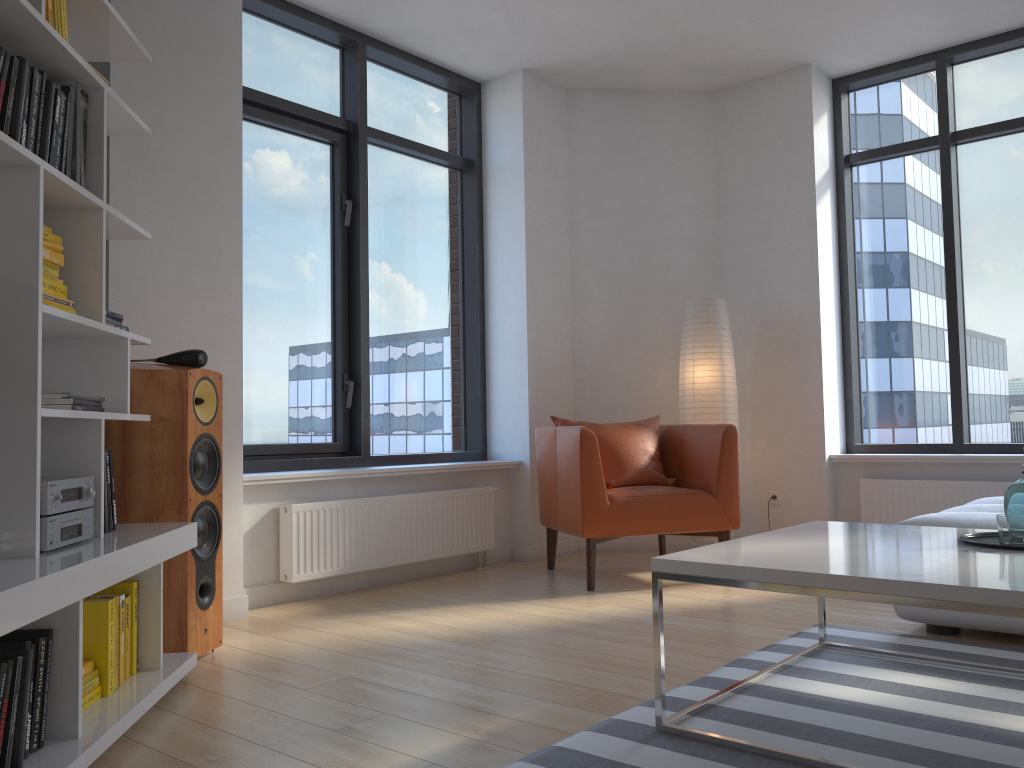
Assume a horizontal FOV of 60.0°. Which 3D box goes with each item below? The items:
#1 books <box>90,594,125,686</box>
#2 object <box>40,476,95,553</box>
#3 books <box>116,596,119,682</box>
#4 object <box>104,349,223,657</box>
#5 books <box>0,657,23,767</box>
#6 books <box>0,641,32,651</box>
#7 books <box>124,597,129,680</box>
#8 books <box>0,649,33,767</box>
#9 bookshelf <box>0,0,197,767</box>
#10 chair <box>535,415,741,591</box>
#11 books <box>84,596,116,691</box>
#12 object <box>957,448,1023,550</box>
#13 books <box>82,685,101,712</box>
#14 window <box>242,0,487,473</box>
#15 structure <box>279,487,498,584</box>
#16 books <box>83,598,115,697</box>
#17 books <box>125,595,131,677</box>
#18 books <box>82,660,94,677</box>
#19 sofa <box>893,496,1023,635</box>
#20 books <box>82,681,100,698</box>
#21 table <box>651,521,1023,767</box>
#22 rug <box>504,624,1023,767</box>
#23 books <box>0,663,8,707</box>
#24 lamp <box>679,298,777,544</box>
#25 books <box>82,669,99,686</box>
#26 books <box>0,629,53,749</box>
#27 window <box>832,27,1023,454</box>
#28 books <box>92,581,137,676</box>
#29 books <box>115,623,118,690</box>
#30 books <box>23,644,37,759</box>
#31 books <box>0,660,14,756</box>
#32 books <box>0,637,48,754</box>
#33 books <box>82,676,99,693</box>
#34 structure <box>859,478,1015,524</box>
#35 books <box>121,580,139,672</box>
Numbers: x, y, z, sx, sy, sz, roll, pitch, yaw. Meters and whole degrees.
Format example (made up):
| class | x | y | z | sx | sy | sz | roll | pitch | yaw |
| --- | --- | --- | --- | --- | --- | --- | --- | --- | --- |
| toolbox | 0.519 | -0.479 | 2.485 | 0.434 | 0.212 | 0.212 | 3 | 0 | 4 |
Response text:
| class | x | y | z | sx | sy | sz | roll | pitch | yaw |
| --- | --- | --- | --- | --- | --- | --- | --- | --- | --- |
| books | -1.198 | 0.727 | 2.511 | 0.185 | 0.250 | 0.035 | -1 | -3 | -5 |
| object | -1.259 | 0.334 | 2.283 | 0.270 | 0.174 | 0.285 | -1 | -3 | -5 |
| books | -1.198 | 0.725 | 2.484 | 0.180 | 0.251 | 0.019 | -1 | -3 | -5 |
| object | -1.285 | 0.424 | 3.148 | 0.434 | 1.088 | 0.290 | -2 | -3 | 10 |
| books | -1.138 | 0.701 | 1.870 | 0.169 | 0.233 | 0.081 | -1 | -3 | -6 |
| books | -1.157 | 0.694 | 1.926 | 0.192 | 0.254 | 0.075 | -1 | -3 | -6 |
| books | -1.200 | 0.738 | 2.564 | 0.172 | 0.234 | 0.024 | -1 | -3 | -5 |
| books | -1.129 | 0.700 | 1.905 | 0.172 | 0.242 | 0.069 | -1 | -3 | -4 |
| bookshelf | -1.148 | -0.155 | 1.419 | 0.455 | 2.052 | 3.000 | -1 | -3 | -5 |
| chair | 0.627 | 0.591 | 4.778 | 0.896 | 0.858 | 0.843 | 0 | -3 | -17 |
| books | -1.197 | 0.719 | 2.445 | 0.199 | 0.263 | 0.015 | -1 | -3 | -5 |
| object | 1.390 | 0.300 | 2.412 | 0.330 | 0.265 | 0.330 | 0 | -3 | -25 |
| books | -1.173 | 0.824 | 2.290 | 0.147 | 0.033 | 0.190 | -1 | -3 | -5 |
| window | -0.873 | -0.746 | 4.910 | 0.170 | 2.402 | 1.960 | -4 | -4 | 40 |
| structure | -0.573 | 0.806 | 4.634 | 0.110 | 0.460 | 1.474 | -4 | -4 | 40 |
| books | -1.193 | 0.719 | 2.415 | 0.198 | 0.255 | 0.044 | -1 | -3 | -5 |
| books | -1.206 | 0.740 | 2.590 | 0.172 | 0.234 | 0.024 | -1 | -3 | -5 |
| books | -1.186 | 0.752 | 2.291 | 0.138 | 0.026 | 0.186 | -1 | -3 | -5 |
| sofa | 2.081 | 0.485 | 2.115 | 2.614 | 0.732 | 3.424 | -4 | -4 | 40 |
| books | -1.177 | 0.802 | 2.291 | 0.148 | 0.011 | 0.196 | -1 | -3 | -5 |
| table | 1.127 | 0.650 | 2.315 | 1.091 | 0.435 | 1.091 | -4 | -4 | 40 |
| rug | 1.072 | 0.859 | 2.046 | 1.662 | 0.016 | 2.326 | -4 | -4 | 40 |
| books | -1.142 | 0.697 | 1.804 | 0.182 | 0.234 | 0.104 | -1 | -3 | -5 |
| lamp | 1.413 | 0.261 | 5.294 | 0.804 | 1.550 | 0.502 | -1 | -3 | 1 |
| books | -1.173 | 0.772 | 2.294 | 0.134 | 0.014 | 0.187 | -1 | -3 | -5 |
| books | -1.164 | 0.697 | 2.024 | 0.197 | 0.260 | 0.066 | -1 | -3 | -5 |
| window | 2.626 | -0.790 | 5.278 | 1.310 | 2.402 | 0.170 | -4 | -4 | 40 |
| books | -1.214 | 0.724 | 2.619 | 0.204 | 0.270 | 0.029 | -1 | -3 | -5 |
| books | -1.177 | 0.737 | 2.464 | 0.156 | 0.229 | 0.024 | -1 | -3 | -5 |
| books | -1.152 | 0.702 | 1.953 | 0.179 | 0.243 | 0.068 | -1 | -3 | -6 |
| books | -1.150 | 0.700 | 1.837 | 0.187 | 0.234 | 0.096 | -1 | -3 | -4 |
| books | -1.160 | 0.700 | 1.990 | 0.191 | 0.249 | 0.084 | -1 | -3 | -5 |
| books | -1.158 | 0.787 | 2.288 | 0.113 | 0.018 | 0.169 | -1 | -3 | -3 |
| structure | 2.464 | 0.767 | 4.922 | 1.015 | 0.460 | 0.110 | -4 | -4 | 40 |
| books | -1.225 | 0.725 | 2.645 | 0.213 | 0.270 | 0.025 | -1 | -3 | -5 |
